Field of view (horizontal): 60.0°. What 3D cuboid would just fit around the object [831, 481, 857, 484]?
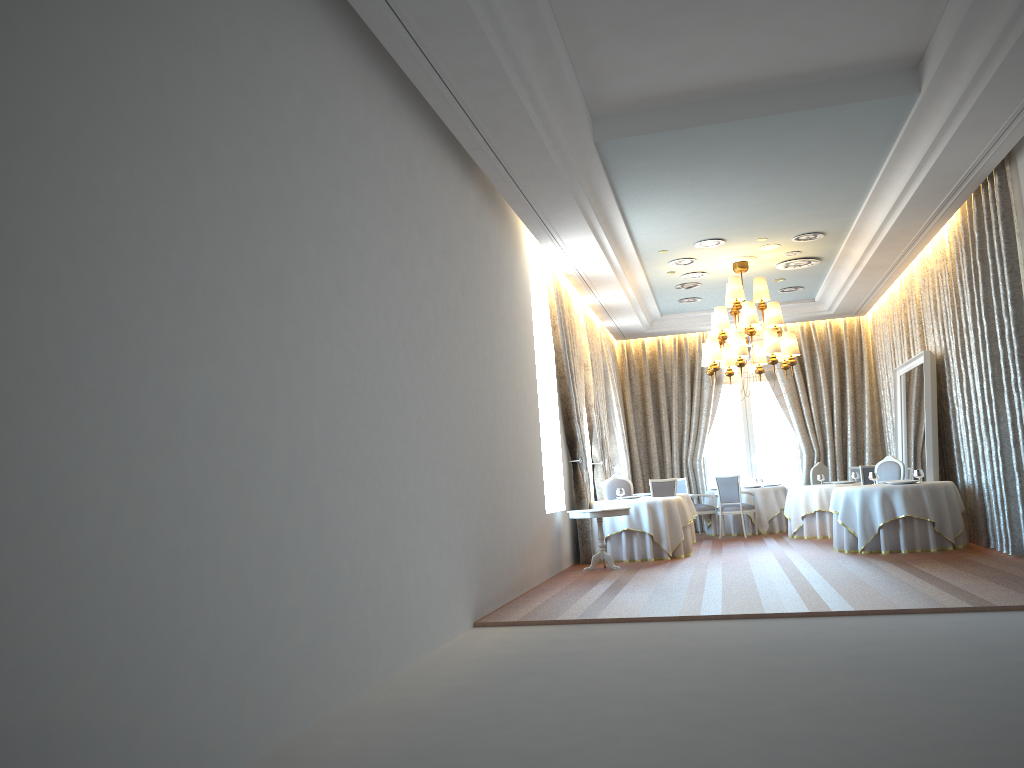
[{"bbox_3d":[5.426,1.606,14.465,0.419,0.036,0.419,-5,-7,12],"label":"object"}]

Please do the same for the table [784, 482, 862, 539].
[{"bbox_3d":[5.429,2.115,14.806,1.663,0.890,1.667,-7,-8,26],"label":"table"}]

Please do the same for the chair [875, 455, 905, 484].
[{"bbox_3d":[5.241,1.650,12.674,0.690,1.233,0.563,0,-8,-27],"label":"chair"}]

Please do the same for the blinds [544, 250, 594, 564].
[{"bbox_3d":[0.923,0.186,13.014,0.315,4.930,2.204,-5,-7,13],"label":"blinds"}]

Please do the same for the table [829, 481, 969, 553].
[{"bbox_3d":[5.094,1.771,11.754,1.663,0.890,1.667,-4,-7,2],"label":"table"}]

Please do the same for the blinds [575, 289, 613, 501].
[{"bbox_3d":[1.509,0.433,15.390,0.335,4.969,2.257,-5,-7,13],"label":"blinds"}]

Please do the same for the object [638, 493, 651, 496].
[{"bbox_3d":[2.326,1.885,15.104,0.419,0.036,0.419,-5,-7,12],"label":"object"}]

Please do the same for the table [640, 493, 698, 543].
[{"bbox_3d":[2.401,2.398,15.512,1.667,0.890,1.663,-5,-7,7],"label":"table"}]

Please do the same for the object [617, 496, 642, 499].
[{"bbox_3d":[1.787,1.719,13.424,0.419,0.036,0.419,-5,-7,12],"label":"object"}]

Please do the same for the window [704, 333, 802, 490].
[{"bbox_3d":[4.855,0.536,18.355,1.881,3.306,0.196,-5,-7,13],"label":"window"}]

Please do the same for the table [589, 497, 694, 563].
[{"bbox_3d":[1.790,2.131,12.958,1.663,0.890,1.667,-4,-7,2],"label":"table"}]

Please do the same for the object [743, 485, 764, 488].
[{"bbox_3d":[4.476,1.911,16.488,0.419,0.036,0.419,-5,-7,12],"label":"object"}]

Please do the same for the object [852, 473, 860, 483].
[{"bbox_3d":[5.688,1.550,14.675,0.128,0.165,0.128,-5,-7,13],"label":"object"}]

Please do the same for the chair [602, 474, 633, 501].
[{"bbox_3d":[1.766,2.014,13.813,0.563,1.233,0.690,-2,-7,-12],"label":"chair"}]

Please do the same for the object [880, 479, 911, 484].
[{"bbox_3d":[5.265,1.344,12.194,0.419,0.036,0.419,-5,-7,12],"label":"object"}]

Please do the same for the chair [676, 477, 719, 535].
[{"bbox_3d":[3.445,2.307,16.695,0.629,1.108,0.650,-1,-7,-22],"label":"chair"}]

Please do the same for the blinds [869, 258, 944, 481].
[{"bbox_3d":[6.718,0.069,15.338,0.238,4.819,4.439,-5,-7,13],"label":"blinds"}]

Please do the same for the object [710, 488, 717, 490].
[{"bbox_3d":[3.950,1.995,16.905,0.419,0.036,0.419,-5,-7,12],"label":"object"}]

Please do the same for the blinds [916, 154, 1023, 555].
[{"bbox_3d":[5.717,-0.373,11.105,0.238,4.819,4.439,-5,-7,13],"label":"blinds"}]

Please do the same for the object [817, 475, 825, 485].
[{"bbox_3d":[5.286,1.634,15.163,0.128,0.165,0.128,-5,-7,13],"label":"object"}]

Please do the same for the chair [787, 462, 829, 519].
[{"bbox_3d":[5.417,2.064,16.219,0.563,1.233,0.690,1,-9,-37],"label":"chair"}]

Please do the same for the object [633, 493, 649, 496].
[{"bbox_3d":[2.337,1.996,16.030,0.419,0.036,0.419,-5,-7,12],"label":"object"}]

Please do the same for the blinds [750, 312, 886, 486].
[{"bbox_3d":[6.116,0.403,17.642,2.476,4.901,0.386,-5,-7,13],"label":"blinds"}]

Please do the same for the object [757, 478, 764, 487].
[{"bbox_3d":[4.809,1.908,17.183,0.128,0.165,0.128,-5,-7,13],"label":"object"}]

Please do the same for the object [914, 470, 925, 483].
[{"bbox_3d":[5.301,1.199,11.543,0.128,0.165,0.128,-5,-7,13],"label":"object"}]

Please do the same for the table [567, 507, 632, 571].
[{"bbox_3d":[1.165,2.030,11.508,0.761,0.801,0.760,2,-9,-37],"label":"table"}]

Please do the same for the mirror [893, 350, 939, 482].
[{"bbox_3d":[5.976,0.925,13.149,0.385,2.564,2.251,-5,-7,13],"label":"mirror"}]

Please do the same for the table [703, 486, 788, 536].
[{"bbox_3d":[4.493,2.425,16.882,1.667,0.890,1.663,-8,-8,31],"label":"table"}]

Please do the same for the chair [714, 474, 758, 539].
[{"bbox_3d":[3.963,2.169,15.827,0.650,1.108,0.629,-7,-8,28],"label":"chair"}]

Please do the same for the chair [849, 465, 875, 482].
[{"bbox_3d":[6.260,2.021,15.847,0.650,1.108,0.629,-8,-8,33],"label":"chair"}]

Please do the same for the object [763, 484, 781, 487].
[{"bbox_3d":[4.935,1.927,16.872,0.419,0.036,0.419,-5,-7,12],"label":"object"}]

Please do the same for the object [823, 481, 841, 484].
[{"bbox_3d":[5.576,1.693,15.267,0.419,0.036,0.419,-5,-7,12],"label":"object"}]

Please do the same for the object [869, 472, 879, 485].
[{"bbox_3d":[4.939,1.290,12.103,0.128,0.165,0.128,-10,-9,43],"label":"object"}]

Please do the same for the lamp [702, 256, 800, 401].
[{"bbox_3d":[3.531,-0.835,13.345,1.373,2.121,1.373,2,-9,-39],"label":"lamp"}]

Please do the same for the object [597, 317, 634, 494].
[{"bbox_3d":[2.073,0.695,17.489,0.386,4.901,2.121,-5,-7,13],"label":"object"}]

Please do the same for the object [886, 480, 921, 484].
[{"bbox_3d":[5.016,1.261,11.362,0.419,0.036,0.419,-5,-7,12],"label":"object"}]

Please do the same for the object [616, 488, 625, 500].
[{"bbox_3d":[1.613,1.633,13.152,0.128,0.165,0.128,-3,-7,-5],"label":"object"}]

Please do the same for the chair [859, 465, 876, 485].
[{"bbox_3d":[5.495,1.828,13.823,0.650,1.108,0.629,-2,-7,-17],"label":"chair"}]

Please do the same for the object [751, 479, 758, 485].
[{"bbox_3d":[4.597,1.876,16.797,0.128,0.165,0.128,-5,-7,13],"label":"object"}]

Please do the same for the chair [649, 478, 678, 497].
[{"bbox_3d":[2.402,2.105,14.441,0.650,1.108,0.629,-2,-7,-12],"label":"chair"}]

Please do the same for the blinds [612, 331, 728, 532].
[{"bbox_3d":[3.324,0.662,18.280,2.535,4.901,0.386,-5,-7,13],"label":"blinds"}]
